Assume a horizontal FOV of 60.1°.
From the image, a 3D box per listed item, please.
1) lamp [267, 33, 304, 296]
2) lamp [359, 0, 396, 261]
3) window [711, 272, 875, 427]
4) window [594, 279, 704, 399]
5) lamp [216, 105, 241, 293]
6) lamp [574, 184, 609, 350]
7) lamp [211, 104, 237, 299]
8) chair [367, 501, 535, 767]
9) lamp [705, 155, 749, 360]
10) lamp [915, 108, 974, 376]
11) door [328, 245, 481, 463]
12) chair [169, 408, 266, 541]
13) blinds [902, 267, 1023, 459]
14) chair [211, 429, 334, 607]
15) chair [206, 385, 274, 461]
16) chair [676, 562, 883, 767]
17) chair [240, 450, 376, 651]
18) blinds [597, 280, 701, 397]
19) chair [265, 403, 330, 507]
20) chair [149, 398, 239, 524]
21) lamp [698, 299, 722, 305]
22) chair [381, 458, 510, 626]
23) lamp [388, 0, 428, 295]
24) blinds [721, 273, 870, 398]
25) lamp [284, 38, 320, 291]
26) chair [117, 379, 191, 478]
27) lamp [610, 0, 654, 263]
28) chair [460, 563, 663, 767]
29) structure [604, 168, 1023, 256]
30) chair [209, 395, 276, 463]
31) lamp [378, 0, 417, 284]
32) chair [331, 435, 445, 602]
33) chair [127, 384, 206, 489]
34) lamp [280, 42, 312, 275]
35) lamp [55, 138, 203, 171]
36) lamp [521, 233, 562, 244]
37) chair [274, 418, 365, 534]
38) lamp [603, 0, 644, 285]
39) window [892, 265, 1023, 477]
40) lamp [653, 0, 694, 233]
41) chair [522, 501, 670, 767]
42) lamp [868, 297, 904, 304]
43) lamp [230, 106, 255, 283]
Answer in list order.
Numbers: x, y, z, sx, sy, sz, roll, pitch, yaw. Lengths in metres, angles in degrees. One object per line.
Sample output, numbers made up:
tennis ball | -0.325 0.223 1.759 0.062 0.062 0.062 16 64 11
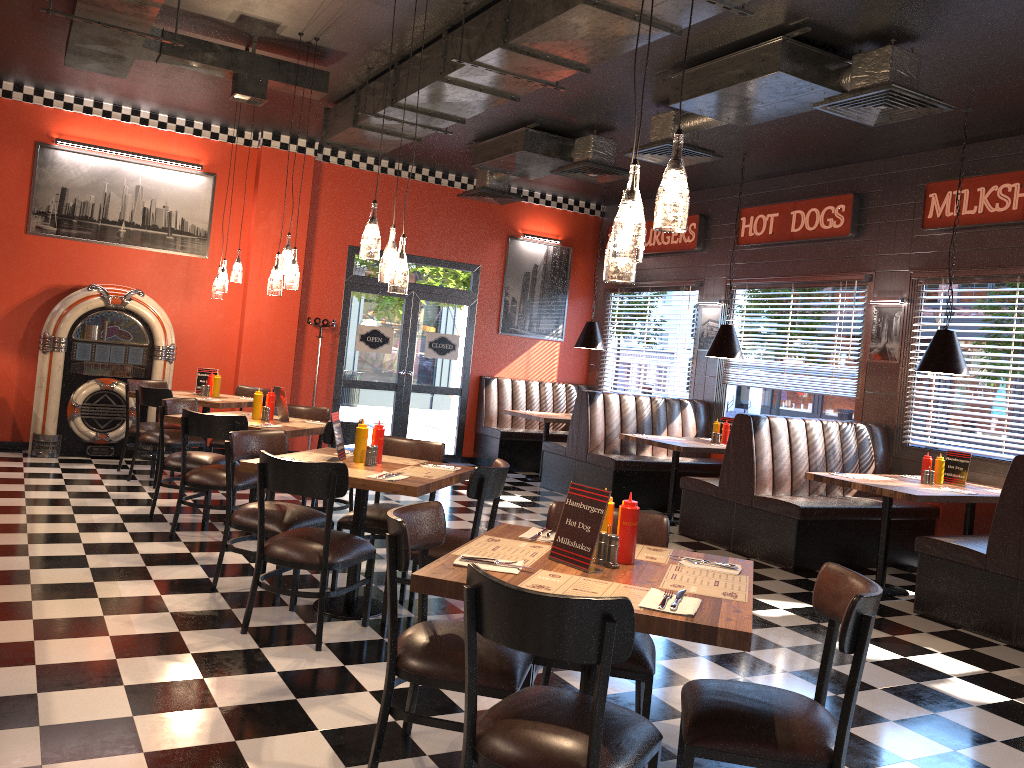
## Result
lamp | -1.660 -1.632 6.562 0.108 1.967 0.108 6 -1 -18
lamp | -0.678 -1.654 4.816 0.108 1.967 0.108 5 -1 32
window | 2.916 -0.284 9.299 0.127 1.715 2.031 6 0 -30
window | 1.746 -0.462 11.380 0.127 1.715 2.031 6 0 -30
lamp | -2.656 -1.845 8.407 0.108 1.967 0.108 5 -1 12
lamp | 1.055 -1.454 10.943 0.382 2.045 0.381 5 -1 19
lamp | -2.734 -1.797 8.506 0.108 1.967 0.108 5 -1 42
chair | -0.200 0.886 3.049 0.545 0.868 0.486 6 0 10
lamp | 2.222 -1.276 8.868 0.383 2.045 0.381 5 -1 42
lamp | 3.391 -1.098 6.791 0.383 2.045 0.381 5 -1 42
door | -1.305 -0.322 11.035 1.796 2.574 0.128 6 -1 -29
chair | -2.009 0.615 6.094 0.487 0.868 0.544 6 0 10
blinds | 4.034 -0.171 7.171 0.100 1.553 1.872 6 0 -30
chair | -1.341 0.715 4.972 0.545 0.868 0.485 6 0 25
chair | -2.723 0.459 8.892 0.487 0.868 0.543 6 0 25
chair | 0.793 0.995 2.686 0.545 0.868 0.486 6 0 10
chair | -0.978 0.771 4.317 0.487 0.868 0.544 6 0 18
blinds | 1.686 -0.488 11.334 0.099 1.635 1.872 6 0 -30
chair | -1.745 0.612 7.057 0.486 0.868 0.544 6 0 -7
chair | -2.398 0.558 6.693 0.545 0.868 0.486 6 0 8
lamp | 2.301 -0.951 10.300 0.081 0.056 0.335 5 2 -30
chair | -0.324 0.824 4.681 0.545 0.868 0.486 6 0 13
lamp | -0.521 -1.465 4.795 0.108 1.967 0.108 6 -1 -18
blinds | 2.881 -0.522 9.252 0.100 1.206 1.872 6 1 -30
lamp | -1.555 -1.683 6.635 0.108 1.967 0.108 5 -1 42
chair | -3.391 0.408 8.415 0.545 0.868 0.485 6 0 25
lamp | 0.458 -1.368 2.821 0.108 1.967 0.108 6 -1 -43
chair | 0.119 0.937 2.421 0.487 0.868 0.543 6 0 27
structure | 4.083 -1.525 7.253 0.119 0.438 11.284 6 1 -30
chair | -2.458 0.506 8.214 0.544 0.868 0.486 6 0 2
lamp | -0.588 -1.534 4.896 0.108 1.967 0.108 5 -1 12
chair | -0.713 0.768 5.280 0.487 0.868 0.544 6 0 16
chair | -3.083 0.454 7.894 0.487 0.868 0.543 5 0 35
lamp | -1.626 -1.806 6.739 0.108 1.967 0.108 5 -1 17
lamp | -4.028 -2.424 9.375 1.441 0.056 0.081 5 1 -29
lamp | 0.397 -1.948 11.889 0.609 0.056 0.081 5 1 -29
chair | -1.382 0.667 6.402 0.545 0.868 0.485 6 0 20
lamp | 0.450 -1.313 2.943 0.108 1.967 0.108 5 -1 17
window | 4.087 -0.105 7.219 0.127 1.715 2.031 6 0 -30
lamp | 0.598 -1.467 2.830 0.108 1.967 0.108 6 -1 -38
chair | 0.318 0.928 3.359 0.487 0.868 0.544 6 0 10
lamp | 3.474 -0.772 8.216 0.081 0.056 0.335 5 2 -30
lamp | -2.543 -1.949 8.490 0.108 1.967 0.108 6 -1 2
